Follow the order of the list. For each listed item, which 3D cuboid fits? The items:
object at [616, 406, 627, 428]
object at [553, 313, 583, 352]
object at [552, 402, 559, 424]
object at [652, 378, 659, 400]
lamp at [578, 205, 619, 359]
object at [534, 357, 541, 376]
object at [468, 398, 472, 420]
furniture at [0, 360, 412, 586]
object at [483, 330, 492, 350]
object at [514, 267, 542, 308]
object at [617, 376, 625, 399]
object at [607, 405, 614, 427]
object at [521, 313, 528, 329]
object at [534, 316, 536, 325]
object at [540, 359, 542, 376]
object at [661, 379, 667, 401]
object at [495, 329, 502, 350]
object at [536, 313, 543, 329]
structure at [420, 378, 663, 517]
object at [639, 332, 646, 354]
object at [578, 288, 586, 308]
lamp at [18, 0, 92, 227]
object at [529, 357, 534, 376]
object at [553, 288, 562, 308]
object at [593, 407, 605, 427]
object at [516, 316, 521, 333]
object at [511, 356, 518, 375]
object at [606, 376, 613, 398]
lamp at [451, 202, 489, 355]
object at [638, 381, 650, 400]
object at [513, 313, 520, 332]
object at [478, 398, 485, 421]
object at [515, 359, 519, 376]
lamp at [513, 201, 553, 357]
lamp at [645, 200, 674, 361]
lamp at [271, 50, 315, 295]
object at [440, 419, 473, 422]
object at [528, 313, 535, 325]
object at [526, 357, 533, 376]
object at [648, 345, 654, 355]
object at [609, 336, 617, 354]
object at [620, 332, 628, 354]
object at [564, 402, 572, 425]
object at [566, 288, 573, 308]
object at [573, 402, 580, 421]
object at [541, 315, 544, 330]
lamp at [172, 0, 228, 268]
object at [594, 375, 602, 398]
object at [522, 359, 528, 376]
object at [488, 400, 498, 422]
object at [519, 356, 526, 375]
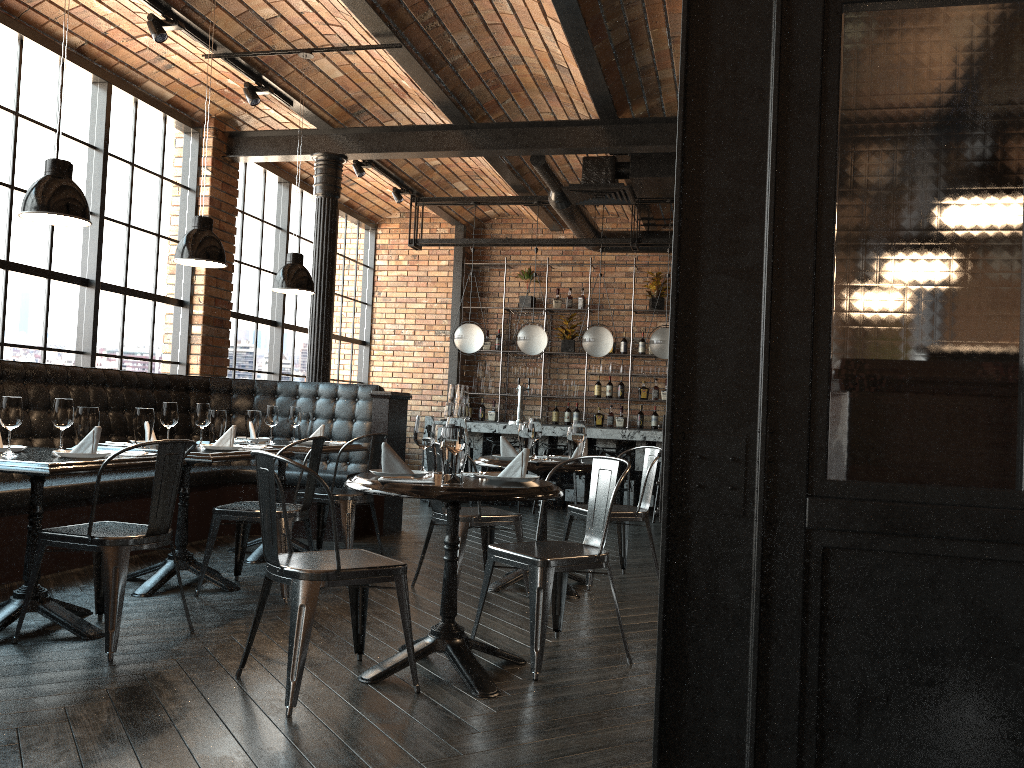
[{"bbox_3d":[1.406,0.420,11.385,0.123,0.279,0.123,2,-2,27],"label":"object"},{"bbox_3d":[0.750,-0.662,11.574,0.430,0.526,0.425,2,-2,26],"label":"object"},{"bbox_3d":[0.575,0.380,11.606,0.086,0.299,0.086,4,-2,-28],"label":"object"},{"bbox_3d":[1.836,0.071,11.311,0.083,0.282,0.083,2,-2,14],"label":"object"},{"bbox_3d":[0.969,-1.146,9.726,0.340,1.754,0.340,4,-2,-30],"label":"lamp"},{"bbox_3d":[0.334,-0.231,11.590,0.092,0.244,0.092,2,-2,19],"label":"object"},{"bbox_3d":[-0.576,0.337,11.884,0.086,0.299,0.086,4,-2,-28],"label":"object"},{"bbox_3d":[-2.461,0.477,5.069,1.979,1.212,5.451,2,-2,14],"label":"furniture"},{"bbox_3d":[-0.332,-0.580,11.844,0.123,0.279,0.123,3,-2,3],"label":"object"},{"bbox_3d":[0.215,-1.268,11.784,0.377,0.554,0.422,3,-2,1],"label":"object"},{"bbox_3d":[1.406,0.047,11.418,0.086,0.297,0.086,4,-2,-28],"label":"object"},{"bbox_3d":[1.274,0.413,11.431,0.083,0.282,0.083,2,-2,14],"label":"object"},{"bbox_3d":[0.163,-0.810,11.656,0.092,0.244,0.092,2,-2,19],"label":"object"},{"bbox_3d":[0.298,-0.800,11.793,0.092,0.244,0.092,2,-2,19],"label":"object"},{"bbox_3d":[0.373,-0.224,11.750,0.092,0.244,0.092,2,-2,19],"label":"object"},{"bbox_3d":[1.967,0.078,11.265,0.123,0.279,0.123,2,-2,27],"label":"object"},{"bbox_3d":[-0.177,-0.584,11.825,0.086,0.299,0.086,4,-2,-28],"label":"object"},{"bbox_3d":[0.360,-0.803,11.608,0.092,0.244,0.092,2,-2,19],"label":"object"},{"bbox_3d":[1.844,0.723,10.069,5.346,1.430,1.930,2,-2,14],"label":"structure"},{"bbox_3d":[1.675,-0.514,11.382,0.086,0.298,0.086,4,-2,-28],"label":"object"},{"bbox_3d":[0.916,-1.108,11.582,0.083,0.282,0.083,2,-2,29],"label":"object"},{"bbox_3d":[-1.961,-1.541,3.910,0.291,1.653,0.291,3,-2,-11],"label":"lamp"},{"bbox_3d":[0.272,-0.228,11.774,0.092,0.244,0.092,2,-2,19],"label":"object"},{"bbox_3d":[0.602,-1.117,11.659,0.123,0.279,0.123,3,-2,2],"label":"object"},{"bbox_3d":[1.123,0.426,11.466,0.151,0.248,0.094,3,-2,3],"label":"object"},{"bbox_3d":[0.095,-0.808,11.842,0.092,0.244,0.092,2,-2,19],"label":"object"},{"bbox_3d":[0.030,-0.242,11.663,0.092,0.244,0.092,2,-2,19],"label":"object"},{"bbox_3d":[1.265,0.042,11.481,0.086,0.298,0.086,4,-2,-28],"label":"object"},{"bbox_3d":[-0.455,-1.200,10.069,0.340,1.754,0.340,4,-2,-30],"label":"lamp"},{"bbox_3d":[1.685,0.083,11.346,0.151,0.248,0.094,3,-2,3],"label":"object"},{"bbox_3d":[0.056,-0.814,11.681,0.092,0.244,0.092,2,-2,19],"label":"object"},{"bbox_3d":[-0.398,0.341,11.809,0.086,0.297,0.086,4,-2,-43],"label":"object"},{"bbox_3d":[0.069,-0.236,11.823,0.092,0.244,0.092,2,-2,19],"label":"object"},{"bbox_3d":[0.257,-1.173,9.897,0.340,1.754,0.340,4,-2,-30],"label":"lamp"},{"bbox_3d":[1.681,-1.119,9.554,0.340,1.754,0.340,4,-2,-30],"label":"lamp"},{"bbox_3d":[-1.448,-1.450,6.053,0.291,1.653,0.291,4,-2,-31],"label":"lamp"},{"bbox_3d":[-0.628,0.418,10.131,0.273,0.019,0.437,2,-2,14],"label":"object"},{"bbox_3d":[0.259,-0.807,11.632,0.092,0.244,0.092,2,-2,19],"label":"object"},{"bbox_3d":[0.233,-0.235,11.614,0.092,0.244,0.092,2,-2,19],"label":"object"},{"bbox_3d":[1.806,-0.499,11.328,0.123,0.279,0.123,3,-2,2],"label":"object"},{"bbox_3d":[1.277,-0.503,11.469,0.151,0.248,0.094,2,-2,17],"label":"object"},{"bbox_3d":[1.448,-0.521,11.443,0.086,0.298,0.086,4,-2,-28],"label":"object"},{"bbox_3d":[0.734,0.386,11.594,0.086,0.298,0.086,4,-2,-28],"label":"object"},{"bbox_3d":[0.755,-1.114,11.621,0.083,0.282,0.083,3,-2,-1],"label":"object"},{"bbox_3d":[0.844,0.389,11.543,0.086,0.298,0.086,4,-2,-28],"label":"object"},{"bbox_3d":[0.399,-0.796,11.768,0.092,0.244,0.092,2,-2,19],"label":"object"},{"bbox_3d":[-1.705,-1.495,4.982,0.291,1.653,0.291,1,-2,39],"label":"lamp"},{"bbox_3d":[1.118,0.037,11.491,0.086,0.299,0.086,4,-2,-28],"label":"object"},{"bbox_3d":[0.176,-0.232,11.798,0.092,0.244,0.092,2,-2,19],"label":"object"},{"bbox_3d":[-0.243,0.358,11.783,0.123,0.279,0.123,2,-2,27],"label":"object"},{"bbox_3d":[0.137,-0.238,11.637,0.092,0.244,0.092,2,-2,19],"label":"object"}]
